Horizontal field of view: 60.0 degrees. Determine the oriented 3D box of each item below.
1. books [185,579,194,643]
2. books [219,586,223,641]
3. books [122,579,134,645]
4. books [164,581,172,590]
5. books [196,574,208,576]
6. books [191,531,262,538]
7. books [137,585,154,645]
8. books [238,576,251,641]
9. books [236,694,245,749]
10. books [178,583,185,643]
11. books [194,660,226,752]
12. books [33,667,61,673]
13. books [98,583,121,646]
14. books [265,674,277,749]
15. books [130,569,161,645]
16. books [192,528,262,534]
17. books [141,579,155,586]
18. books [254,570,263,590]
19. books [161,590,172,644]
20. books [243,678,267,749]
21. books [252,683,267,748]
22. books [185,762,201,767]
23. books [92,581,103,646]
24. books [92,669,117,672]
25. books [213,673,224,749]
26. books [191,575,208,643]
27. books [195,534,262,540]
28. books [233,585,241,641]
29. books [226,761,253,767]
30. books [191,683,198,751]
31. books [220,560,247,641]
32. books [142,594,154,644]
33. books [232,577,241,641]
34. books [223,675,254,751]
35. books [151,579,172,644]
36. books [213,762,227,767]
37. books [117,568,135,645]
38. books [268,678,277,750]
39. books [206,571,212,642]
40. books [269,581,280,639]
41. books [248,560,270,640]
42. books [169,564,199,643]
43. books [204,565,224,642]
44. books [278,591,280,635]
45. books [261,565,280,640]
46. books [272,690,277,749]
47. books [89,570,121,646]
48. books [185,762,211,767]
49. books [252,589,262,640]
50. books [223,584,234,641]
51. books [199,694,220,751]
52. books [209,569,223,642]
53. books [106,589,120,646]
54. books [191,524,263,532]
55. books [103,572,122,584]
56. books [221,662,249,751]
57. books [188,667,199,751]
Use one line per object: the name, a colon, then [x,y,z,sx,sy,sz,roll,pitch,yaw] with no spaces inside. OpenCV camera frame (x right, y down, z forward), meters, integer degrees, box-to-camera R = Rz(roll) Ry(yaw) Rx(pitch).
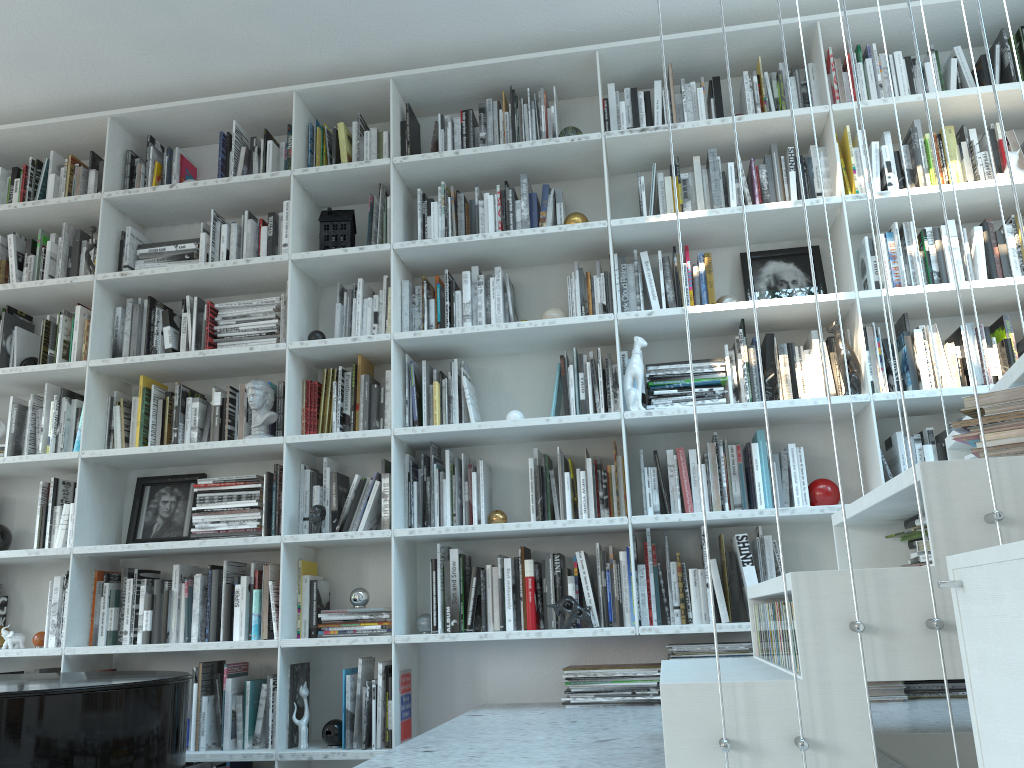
books: [-1.220,0.877,3.432,0.031,0.236,0.159,-4,-15,9]
books: [-1.081,0.883,3.410,0.021,0.202,0.128,-4,-15,9]
books: [-1.448,0.889,3.461,0.027,0.245,0.179,-4,-15,9]
books: [-1.314,0.887,3.444,0.013,0.229,0.139,-4,-15,9]
books: [-1.190,0.870,3.445,0.025,0.254,0.136,-4,-15,9]
books: [-1.087,0.596,3.474,0.285,0.012,0.160,-3,-15,4]
books: [-1.390,0.896,3.441,0.023,0.217,0.175,-4,-15,9]
books: [-0.989,0.857,3.386,0.023,0.234,0.175,-4,-15,9]
books: [-0.965,1.230,3.245,0.036,0.182,0.146,-4,-15,9]
books: [-1.245,0.889,3.441,0.025,0.220,0.140,-4,-15,9]
books: [-1.108,1.178,3.263,0.013,0.302,0.182,-4,-15,9]
books: [-1.821,1.262,3.455,0.025,0.293,0.135,-4,-15,9]
books: [-1.549,0.901,3.469,0.027,0.233,0.168,-4,-15,9]
books: [-0.861,1.191,3.240,0.022,0.248,0.130,-4,-15,9]
books: [-1.430,0.869,3.459,0.013,0.281,0.166,-4,-15,9]
books: [-1.086,0.587,3.487,0.285,0.012,0.160,-4,-15,8]
books: [-1.409,0.890,3.469,0.021,0.243,0.142,-4,-15,9]
books: [-0.954,0.849,3.402,0.014,0.255,0.145,-4,-15,9]
books: [-1.297,0.899,3.425,0.023,0.196,0.165,-4,-15,9]
books: [-0.937,1.203,3.242,0.024,0.232,0.146,-4,-15,9]
books: [-0.896,1.210,3.252,0.053,0.219,0.132,-4,-15,9]
books: [-1.173,1.521,3.247,0.014,0.334,0.183,-4,-15,9]
books: [-1.585,0.904,3.493,0.029,0.243,0.154,-4,-15,9]
books: [-1.542,1.223,3.332,0.012,0.284,0.138,-4,-15,9]
books: [-1.050,1.202,3.279,0.066,0.260,0.133,-4,-15,9]
books: [-1.169,0.866,3.414,0.026,0.244,0.192,-4,-15,9]
books: [-1.085,0.609,3.478,0.254,0.012,0.161,-5,-15,11]
books: [-1.011,0.873,3.386,0.023,0.204,0.167,-4,-15,9]
books: [-0.990,1.514,3.211,0.013,0.316,0.187,-4,-15,9]
books: [-1.124,1.218,3.269,0.025,0.229,0.176,-4,-15,9]
books: [-1.068,0.834,3.409,0.012,0.296,0.178,-4,-15,9]
books: [-1.365,0.909,3.429,0.029,0.183,0.175,-4,-15,9]
books: [-1.028,0.863,3.404,0.014,0.234,0.154,-4,-15,9]
books: [-0.998,1.198,3.239,0.022,0.243,0.180,-4,-15,9]
books: [-1.336,0.882,3.438,0.029,0.237,0.166,-4,-15,9]
books: [-1.044,1.532,3.223,0.011,0.292,0.184,-4,-15,9]
books: [-1.495,0.877,3.496,0.027,0.290,0.141,-4,-15,9]
books: [-0.846,1.192,3.229,0.010,0.238,0.168,-4,-15,9]
books: [-1.126,0.856,3.416,0.010,0.260,0.182,-4,-15,9]
books: [-0.870,0.857,3.361,0.042,0.211,0.169,-4,-15,9]
books: [-0.970,0.830,3.402,0.014,0.293,0.138,-4,-15,9]
books: [-1.272,0.854,3.446,0.026,0.291,0.152,-4,-15,9]
books: [-1.146,0.850,3.439,0.014,0.285,0.135,-4,-15,9]
books: [-0.844,0.853,3.359,0.011,0.216,0.166,-4,-15,9]
books: [-0.904,0.834,3.384,0.026,0.271,0.175,-4,-15,9]
books: [-0.826,1.212,3.223,0.027,0.196,0.147,-4,-15,9]
books: [-1.606,0.886,3.504,0.012,0.284,0.160,-4,-15,9]
books: [-1.158,1.543,3.241,0.014,0.287,0.185,-4,-15,9]
books: [-0.939,0.876,3.367,0.023,0.182,0.169,-4,-15,9]
books: [-1.049,0.875,3.393,0.024,0.206,0.183,-4,-15,9]
books: [-1.088,1.233,3.243,0.025,0.184,0.171,-4,-15,9]
books: [-1.108,0.852,3.407,0.028,0.263,0.162,-4,-15,9]
books: [-1.521,0.914,3.474,0.024,0.208,0.170,-4,-15,9]
books: [-1.088,0.573,3.480,0.285,0.012,0.160,-6,-15,13]
books: [-1.567,0.885,3.487,0.011,0.274,0.146,-4,-15,9]
books: [-1.016,1.177,3.252,0.015,0.292,0.169,-4,-15,9]
books: [-1.143,1.193,3.280,0.012,0.284,0.160,-4,-15,9]
